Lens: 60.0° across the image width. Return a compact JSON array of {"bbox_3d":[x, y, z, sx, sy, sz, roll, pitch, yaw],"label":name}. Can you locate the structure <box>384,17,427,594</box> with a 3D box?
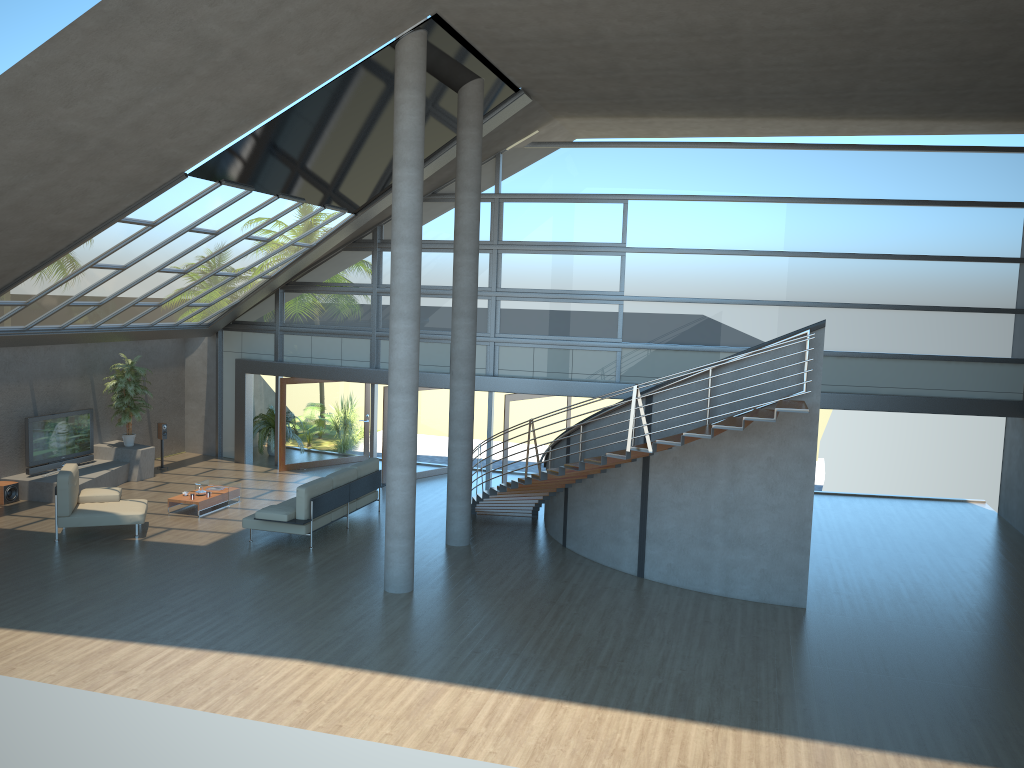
[{"bbox_3d":[-1.337,-0.909,11.090,0.381,7.125,0.382,3,6,15],"label":"structure"}]

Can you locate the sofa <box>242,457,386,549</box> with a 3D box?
[{"bbox_3d":[-3.158,1.839,14.427,1.166,0.947,3.079,3,6,15],"label":"sofa"}]

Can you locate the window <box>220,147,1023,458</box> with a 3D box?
[{"bbox_3d":[1.410,-1.148,17.295,16.616,6.630,1.098,3,6,14],"label":"window"}]

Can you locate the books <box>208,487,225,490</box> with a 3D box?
[{"bbox_3d":[-5.224,1.847,15.686,0.275,0.005,0.189,2,5,-1],"label":"books"}]

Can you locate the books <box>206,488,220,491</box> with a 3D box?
[{"bbox_3d":[-5.255,1.854,15.642,0.275,0.005,0.189,2,5,-4],"label":"books"}]

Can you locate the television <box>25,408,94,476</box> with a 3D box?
[{"bbox_3d":[-8.292,1.059,16.305,0.396,1.063,1.568,3,6,15],"label":"television"}]

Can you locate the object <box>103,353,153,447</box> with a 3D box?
[{"bbox_3d":[-7.587,0.308,17.533,0.932,1.857,0.895,-1,6,-26],"label":"object"}]

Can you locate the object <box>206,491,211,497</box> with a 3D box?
[{"bbox_3d":[-5.143,1.867,15.041,0.070,0.101,0.085,7,7,43],"label":"object"}]

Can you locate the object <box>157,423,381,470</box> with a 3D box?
[{"bbox_3d":[-9.523,1.405,16.566,7.863,0.982,21.345,4,6,18],"label":"object"}]

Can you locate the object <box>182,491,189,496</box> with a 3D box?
[{"bbox_3d":[-5.550,1.857,15.079,0.102,0.086,0.100,4,6,19],"label":"object"}]

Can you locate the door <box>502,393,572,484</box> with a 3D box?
[{"bbox_3d":[0.521,1.118,17.694,0.200,1.977,2.298,6,7,36],"label":"door"}]

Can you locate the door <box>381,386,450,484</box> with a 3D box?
[{"bbox_3d":[-1.826,0.972,18.396,0.200,1.977,2.298,6,7,39],"label":"door"}]

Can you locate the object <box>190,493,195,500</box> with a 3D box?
[{"bbox_3d":[-5.354,1.879,14.842,0.085,0.101,0.070,3,6,14],"label":"object"}]

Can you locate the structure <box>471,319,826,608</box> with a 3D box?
[{"bbox_3d":[1.243,0.794,12.556,2.349,3.653,6.809,-2,7,-36],"label":"structure"}]

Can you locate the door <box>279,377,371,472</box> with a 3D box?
[{"bbox_3d":[-4.042,0.808,19.315,0.200,1.977,2.298,7,8,44],"label":"door"}]

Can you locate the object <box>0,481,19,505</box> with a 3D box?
[{"bbox_3d":[-8.754,1.862,15.224,0.425,0.323,0.362,3,6,15],"label":"object"}]

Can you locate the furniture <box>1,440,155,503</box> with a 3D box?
[{"bbox_3d":[-7.791,1.623,16.693,1.577,0.610,2.936,3,6,15],"label":"furniture"}]

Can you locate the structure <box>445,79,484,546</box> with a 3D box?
[{"bbox_3d":[-0.713,-1.098,13.323,0.381,7.125,0.382,-1,6,-31],"label":"structure"}]

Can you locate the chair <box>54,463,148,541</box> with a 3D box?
[{"bbox_3d":[-6.270,1.759,13.612,1.244,1.023,1.217,0,6,-19],"label":"chair"}]

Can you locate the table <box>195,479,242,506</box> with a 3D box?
[{"bbox_3d":[-5.201,1.923,15.710,0.680,0.342,0.400,3,6,15],"label":"table"}]

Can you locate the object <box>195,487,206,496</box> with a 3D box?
[{"bbox_3d":[-5.320,1.820,15.154,0.178,0.161,0.178,-2,6,-33],"label":"object"}]

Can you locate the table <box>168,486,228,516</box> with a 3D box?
[{"bbox_3d":[-5.311,2.010,15.331,0.600,0.250,1.200,3,6,15],"label":"table"}]
